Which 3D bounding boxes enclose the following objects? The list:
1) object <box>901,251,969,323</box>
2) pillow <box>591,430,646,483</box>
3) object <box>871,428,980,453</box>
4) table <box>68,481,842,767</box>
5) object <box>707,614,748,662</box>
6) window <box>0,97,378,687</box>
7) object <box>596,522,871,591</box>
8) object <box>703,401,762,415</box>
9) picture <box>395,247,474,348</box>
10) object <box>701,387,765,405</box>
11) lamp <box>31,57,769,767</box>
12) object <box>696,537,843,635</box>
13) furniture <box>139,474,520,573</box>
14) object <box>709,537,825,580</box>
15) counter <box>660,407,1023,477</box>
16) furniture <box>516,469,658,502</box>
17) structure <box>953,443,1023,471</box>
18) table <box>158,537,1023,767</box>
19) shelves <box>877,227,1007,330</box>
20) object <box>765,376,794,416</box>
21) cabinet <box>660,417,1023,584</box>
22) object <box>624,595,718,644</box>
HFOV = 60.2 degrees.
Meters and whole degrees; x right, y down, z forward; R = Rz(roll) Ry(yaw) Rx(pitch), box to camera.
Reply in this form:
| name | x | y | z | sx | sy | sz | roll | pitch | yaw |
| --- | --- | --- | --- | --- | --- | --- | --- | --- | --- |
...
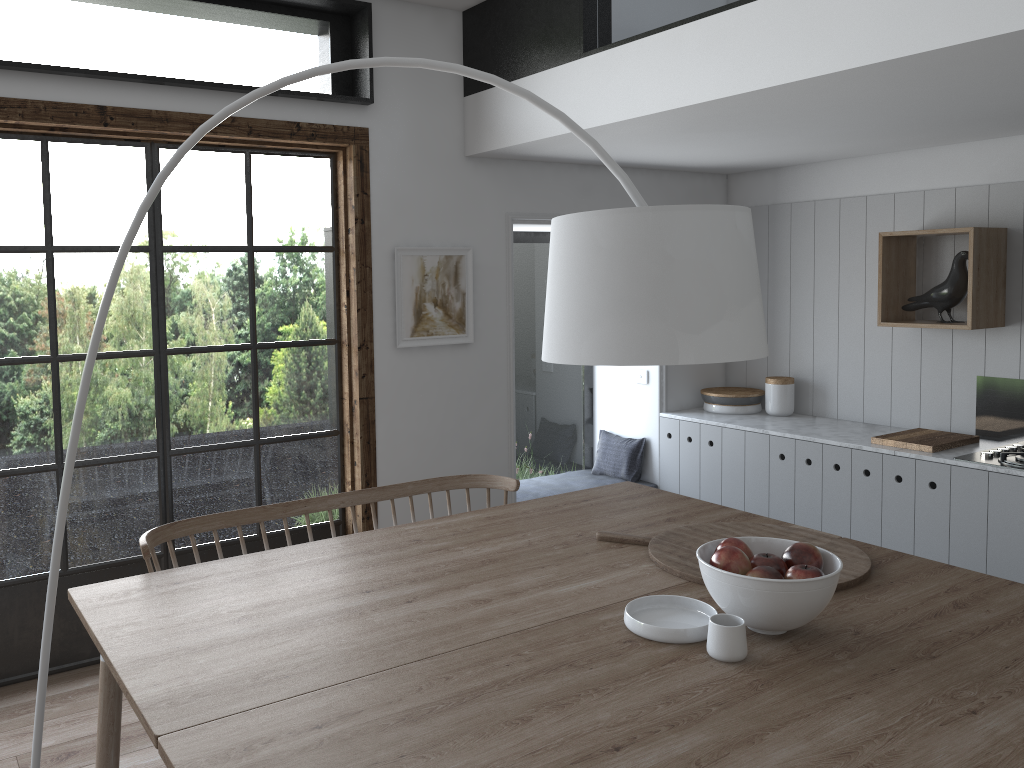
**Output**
| name | x | y | z | sx | sy | sz | roll | pitch | yaw |
| --- | --- | --- | --- | --- | --- | --- | --- | --- | --- |
| object | 2.013 | -0.459 | 4.185 | 0.136 | 0.333 | 0.343 | -4 | 6 | -34 |
| pillow | 0.656 | 0.450 | 5.375 | 0.177 | 0.292 | 0.414 | -4 | 7 | -35 |
| object | 1.924 | 0.260 | 4.114 | 0.390 | 0.030 | 0.299 | -6 | 8 | -34 |
| table | -0.087 | 0.880 | 2.556 | 1.993 | 0.747 | 0.963 | -6 | 7 | -34 |
| object | 0.455 | 0.538 | 1.870 | 0.081 | 0.078 | 0.086 | -5 | 7 | -34 |
| window | -2.868 | 0.166 | 2.713 | 5.274 | 2.249 | 0.166 | -5 | 6 | -34 |
| object | 0.654 | 0.486 | 2.505 | 0.670 | 0.023 | 0.606 | -3 | 7 | -12 |
| object | 1.291 | 0.130 | 5.178 | 0.327 | 0.055 | 0.325 | -1 | 7 | 4 |
| picture | -0.375 | -0.422 | 4.257 | 0.424 | 0.469 | 0.030 | -5 | 5 | -34 |
| object | 1.290 | 0.072 | 5.174 | 0.365 | 0.065 | 0.356 | 1 | 7 | 15 |
| lamp | -2.092 | 0.383 | 1.733 | 5.179 | 2.018 | 0.881 | -2 | 4 | -8 |
| object | 0.583 | 0.475 | 2.016 | 0.307 | 0.164 | 0.324 | -6 | 8 | -37 |
| furniture | -0.487 | 0.815 | 2.905 | 1.328 | 0.807 | 0.559 | -5 | 6 | -34 |
| object | 0.580 | 0.454 | 2.012 | 0.255 | 0.167 | 0.234 | 1 | 6 | 16 |
| counter | 2.906 | 0.433 | 2.743 | 0.565 | 0.020 | 6.301 | -6 | 8 | -35 |
| furniture | 0.272 | 0.639 | 5.156 | 1.026 | 0.115 | 0.613 | -6 | 8 | -34 |
| structure | 2.379 | 0.318 | 3.490 | 0.541 | 0.048 | 1.011 | -6 | 8 | -35 |
| table | 0.468 | 0.965 | 1.773 | 1.993 | 0.747 | 0.963 | -6 | 7 | -34 |
| shelves | 2.945 | -0.383 | 2.847 | 0.293 | 0.794 | 3.680 | -4 | 7 | -35 |
| object | 1.507 | 0.071 | 4.976 | 0.157 | 0.212 | 0.151 | 1 | 5 | 24 |
| cabinet | 2.682 | 0.841 | 2.613 | 0.010 | 0.744 | 6.297 | -4 | 7 | -35 |
| object | 0.367 | 0.541 | 2.038 | 0.221 | 0.035 | 0.210 | 4 | 8 | 34 |
